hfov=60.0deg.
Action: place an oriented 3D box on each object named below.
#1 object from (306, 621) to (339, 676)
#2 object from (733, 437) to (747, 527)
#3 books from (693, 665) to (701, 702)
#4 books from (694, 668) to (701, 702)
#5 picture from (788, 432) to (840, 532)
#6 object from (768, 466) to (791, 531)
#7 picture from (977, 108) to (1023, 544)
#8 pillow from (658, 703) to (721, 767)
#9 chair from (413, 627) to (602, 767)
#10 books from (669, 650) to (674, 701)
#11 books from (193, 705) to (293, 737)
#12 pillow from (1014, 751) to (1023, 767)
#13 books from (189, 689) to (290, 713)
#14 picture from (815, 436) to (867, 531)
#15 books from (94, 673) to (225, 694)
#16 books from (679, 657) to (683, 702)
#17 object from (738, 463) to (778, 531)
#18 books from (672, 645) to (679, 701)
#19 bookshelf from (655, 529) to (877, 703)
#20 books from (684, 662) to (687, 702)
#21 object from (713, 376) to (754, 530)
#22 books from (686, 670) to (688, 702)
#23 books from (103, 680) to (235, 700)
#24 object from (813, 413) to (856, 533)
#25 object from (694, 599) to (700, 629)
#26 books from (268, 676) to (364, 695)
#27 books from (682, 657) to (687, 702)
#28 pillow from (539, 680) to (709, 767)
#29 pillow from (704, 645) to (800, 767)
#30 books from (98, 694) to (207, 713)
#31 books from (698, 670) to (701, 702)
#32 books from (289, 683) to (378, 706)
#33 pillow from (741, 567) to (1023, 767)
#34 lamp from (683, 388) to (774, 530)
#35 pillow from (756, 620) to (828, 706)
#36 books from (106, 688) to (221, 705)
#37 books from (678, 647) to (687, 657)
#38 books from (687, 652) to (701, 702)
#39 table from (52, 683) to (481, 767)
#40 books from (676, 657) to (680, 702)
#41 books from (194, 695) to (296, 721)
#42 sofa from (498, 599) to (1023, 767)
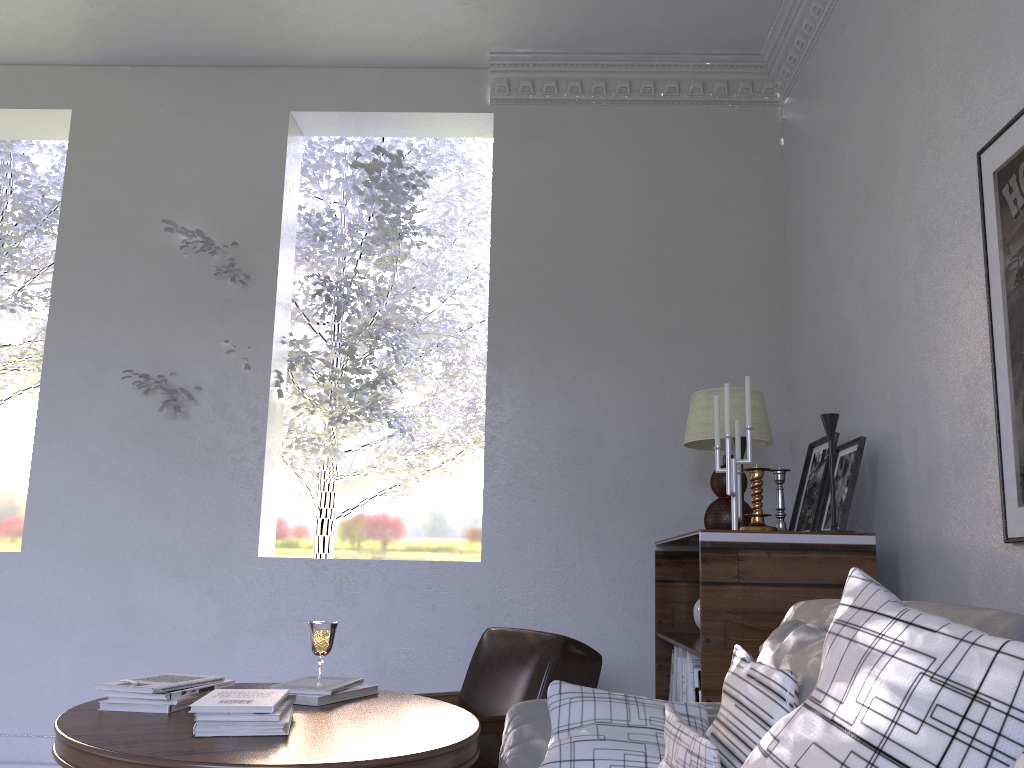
[{"bbox_3d":[-0.446,0.631,2.068,0.076,0.147,0.077,2,-10,-2],"label":"object"},{"bbox_3d":[0.648,0.294,2.497,0.095,0.287,0.096,-3,-11,24],"label":"object"},{"bbox_3d":[0.516,0.800,2.176,0.129,0.208,0.074,1,-10,2],"label":"books"},{"bbox_3d":[0.515,0.801,2.158,0.131,0.201,0.065,1,-10,2],"label":"books"},{"bbox_3d":[0.858,0.302,2.536,0.095,0.298,0.233,1,-11,2],"label":"picture"},{"bbox_3d":[0.670,0.290,2.213,0.062,0.171,0.062,5,-11,-21],"label":"object"},{"bbox_3d":[0.917,-0.146,1.411,0.019,0.767,0.595,1,-11,2],"label":"picture"},{"bbox_3d":[0.241,0.549,1.235,0.070,0.166,0.286,1,-12,-1],"label":"pillow"},{"bbox_3d":[-0.150,0.922,2.295,0.707,0.550,0.498,9,-13,-33],"label":"chair"},{"bbox_3d":[0.553,0.901,2.647,0.161,0.208,0.128,1,-10,2],"label":"books"},{"bbox_3d":[-0.465,0.585,1.562,0.149,0.021,0.281,4,-12,-11],"label":"books"},{"bbox_3d":[0.288,0.349,0.466,0.154,0.255,0.315,1,-11,1],"label":"pillow"},{"bbox_3d":[-0.474,0.557,1.561,0.136,0.010,0.216,3,-12,-7],"label":"books"},{"bbox_3d":[0.845,0.274,2.290,0.080,0.250,0.204,1,-11,2],"label":"picture"},{"bbox_3d":[-0.691,0.591,1.752,0.135,0.011,0.218,-3,-13,18],"label":"books"},{"bbox_3d":[0.518,0.844,2.389,0.130,0.205,0.012,0,-10,6],"label":"books"},{"bbox_3d":[0.596,0.276,2.155,0.096,0.170,0.097,-3,-11,20],"label":"object"},{"bbox_3d":[0.549,0.866,2.547,0.172,0.234,0.113,1,-10,2],"label":"books"},{"bbox_3d":[0.634,0.814,2.359,0.400,0.794,0.806,1,-11,2],"label":"bookshelf"},{"bbox_3d":[0.523,0.844,2.363,0.124,0.194,0.015,0,-10,6],"label":"books"},{"bbox_3d":[0.585,0.189,2.341,0.101,0.420,0.101,4,-10,-15],"label":"object"},{"bbox_3d":[0.508,0.832,2.279,0.115,0.182,0.009,0,-10,6],"label":"books"},{"bbox_3d":[-0.674,0.603,1.760,0.134,0.010,0.243,-2,-12,13],"label":"books"},{"bbox_3d":[0.766,0.216,2.121,0.095,0.287,0.096,-3,-11,24],"label":"object"},{"bbox_3d":[0.607,0.687,2.683,0.111,0.146,0.123,1,-11,-1],"label":"object"},{"bbox_3d":[-0.415,0.644,1.896,0.136,0.011,0.216,0,-12,8],"label":"books"},{"bbox_3d":[0.524,0.842,2.377,0.130,0.205,0.011,0,-10,6],"label":"books"},{"bbox_3d":[0.185,0.625,1.504,0.309,0.204,0.217,0,-11,8],"label":"pillow"},{"bbox_3d":[0.319,0.513,1.239,0.129,0.267,0.313,0,-11,6],"label":"pillow"},{"bbox_3d":[-0.690,0.625,1.756,0.141,0.015,0.224,0,-12,8],"label":"books"},{"bbox_3d":[0.514,0.789,2.107,0.131,0.201,0.065,1,-10,2],"label":"books"},{"bbox_3d":[-0.407,0.658,1.890,0.147,0.017,0.233,-4,-13,23],"label":"books"},{"bbox_3d":[0.324,0.370,0.860,0.219,0.383,0.458,1,-11,3],"label":"pillow"},{"bbox_3d":[0.655,0.251,2.681,0.268,0.443,0.268,6,-11,-23],"label":"lamp"},{"bbox_3d":[0.403,0.488,1.220,0.151,0.311,0.494,1,-11,2],"label":"pillow"},{"bbox_3d":[-0.683,0.612,1.752,0.136,0.010,0.216,1,-12,3],"label":"books"},{"bbox_3d":[0.550,0.845,2.460,0.174,0.241,0.105,1,-10,2],"label":"books"},{"bbox_3d":[0.512,0.801,2.261,0.126,0.235,0.018,0,-10,6],"label":"books"},{"bbox_3d":[-0.455,0.831,1.633,0.739,0.428,0.955,7,-13,-28],"label":"table"},{"bbox_3d":[0.504,0.851,2.416,0.120,0.206,0.027,2,-10,-3],"label":"books"},{"bbox_3d":[-0.461,0.567,1.557,0.135,0.010,0.242,3,-12,-7],"label":"books"},{"bbox_3d":[0.310,0.554,0.828,0.765,0.677,1.879,1,-12,2],"label":"sofa"}]
